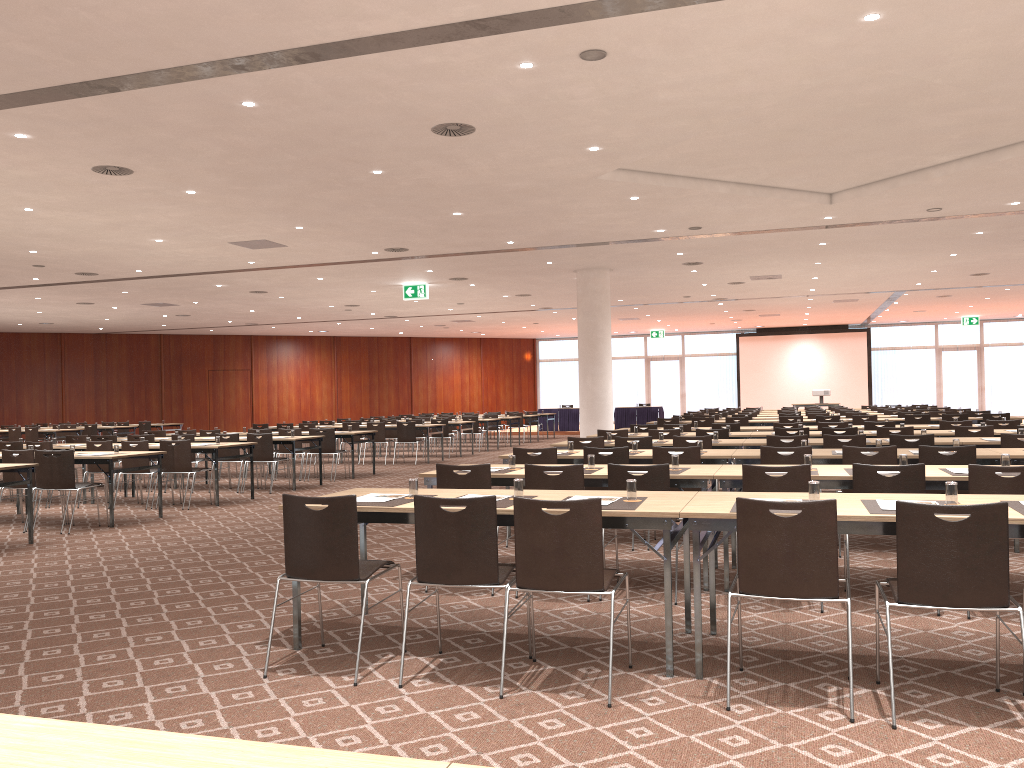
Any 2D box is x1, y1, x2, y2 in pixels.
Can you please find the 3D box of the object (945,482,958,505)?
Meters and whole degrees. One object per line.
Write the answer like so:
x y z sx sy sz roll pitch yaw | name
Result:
2.185 0.544 4.408 0.054 0.114 0.054 -1 0 -16 | object

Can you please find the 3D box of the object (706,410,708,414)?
5.263 0.753 23.883 0.054 0.114 0.054 -1 0 -16 | object

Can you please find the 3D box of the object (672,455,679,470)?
1.252 0.600 6.798 0.054 0.114 0.054 -1 0 -39 | object

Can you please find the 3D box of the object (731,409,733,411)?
5.882 0.736 23.687 0.054 0.114 0.054 -1 0 -39 | object

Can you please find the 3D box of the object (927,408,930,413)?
9.603 0.605 20.432 0.054 0.114 0.054 -1 0 -39 | object

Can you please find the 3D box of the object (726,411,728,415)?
5.286 0.722 21.793 0.054 0.114 0.054 -1 0 -39 | object

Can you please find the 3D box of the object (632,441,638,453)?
1.234 0.630 8.908 0.054 0.114 0.054 -1 0 -16 | object

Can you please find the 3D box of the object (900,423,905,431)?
5.214 0.582 11.845 0.054 0.114 0.054 -1 0 -39 | object

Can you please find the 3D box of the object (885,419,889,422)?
5.810 0.596 13.752 0.054 0.114 0.054 -1 0 6 | object

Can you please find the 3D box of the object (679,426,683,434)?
2.429 0.658 12.728 0.054 0.114 0.054 -1 0 29 | object

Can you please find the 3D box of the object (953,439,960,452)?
4.019 0.555 8.022 0.054 0.114 0.054 -1 0 -39 | object

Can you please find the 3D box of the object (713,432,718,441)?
2.442 0.627 10.621 0.054 0.114 0.054 -1 0 -16 | object

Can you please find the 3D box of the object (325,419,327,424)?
-4.787 0.965 22.855 0.054 0.114 0.054 -1 0 -39 | object

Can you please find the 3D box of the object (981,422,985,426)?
6.138 0.557 11.557 0.054 0.114 0.054 -1 0 -16 | object

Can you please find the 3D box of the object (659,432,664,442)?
1.822 0.644 10.824 0.054 0.114 0.054 -1 0 6 | object

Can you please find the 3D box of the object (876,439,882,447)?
3.402 0.571 8.221 0.054 0.114 0.054 -1 0 -39 | object

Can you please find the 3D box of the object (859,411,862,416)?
7.463 0.633 19.001 0.054 0.114 0.054 -1 0 -16 | object

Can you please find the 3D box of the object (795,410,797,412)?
6.822 0.681 21.295 0.054 0.114 0.054 -1 0 -39 | object

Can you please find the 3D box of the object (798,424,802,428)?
3.981 0.616 12.241 0.054 0.114 0.054 -1 0 -39 | object

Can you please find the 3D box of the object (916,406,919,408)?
10.206 0.619 22.326 0.054 0.114 0.054 -1 0 -39 | object

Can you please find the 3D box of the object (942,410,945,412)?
9.016 0.591 18.518 0.054 0.114 0.054 -1 0 -39 | object

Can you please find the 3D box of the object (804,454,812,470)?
2.171 0.575 6.506 0.054 0.114 0.054 -1 0 6 | object

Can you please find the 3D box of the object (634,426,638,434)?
1.808 0.675 12.927 0.054 0.114 0.054 -1 0 -39 | object

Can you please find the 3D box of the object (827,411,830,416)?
6.848 0.650 19.191 0.054 0.114 0.054 -1 0 -16 | object

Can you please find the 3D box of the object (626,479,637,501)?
0.661 0.586 4.902 0.054 0.114 0.054 -1 0 -16 | object

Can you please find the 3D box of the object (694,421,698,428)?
3.032 0.671 14.629 0.054 0.114 0.054 -1 0 29 | object

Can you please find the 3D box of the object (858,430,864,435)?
3.989 0.585 10.133 0.054 0.114 0.054 -1 0 6 | object

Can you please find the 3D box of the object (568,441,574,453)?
0.605 0.647 9.113 0.054 0.114 0.054 -1 0 -39 | object

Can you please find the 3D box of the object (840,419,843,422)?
5.185 0.613 13.952 0.054 0.114 0.054 -1 0 6 | object

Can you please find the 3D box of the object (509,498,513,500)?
0.033 0.660 5.093 0.102 0.001 0.102 -1 -1 -16 | object

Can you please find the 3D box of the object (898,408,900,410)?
8.997 0.622 20.622 0.054 0.114 0.054 -1 0 -39 | object

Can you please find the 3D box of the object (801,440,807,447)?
2.771 0.588 8.413 0.054 0.114 0.054 -1 0 -39 | object

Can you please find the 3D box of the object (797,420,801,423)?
4.577 0.629 14.148 0.054 0.114 0.054 -1 0 6 | object

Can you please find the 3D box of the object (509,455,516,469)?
0.000 0.634 7.190 0.054 0.114 0.054 -1 0 6 | object

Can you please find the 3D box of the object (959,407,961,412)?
10.220 0.589 20.227 0.054 0.114 0.054 -1 0 -16 | object

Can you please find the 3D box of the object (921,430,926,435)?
4.613 0.568 9.934 0.054 0.114 0.054 -1 0 -39 | object

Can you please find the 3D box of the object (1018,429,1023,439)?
5.545 0.543 9.655 0.054 0.114 0.054 -1 0 -16 | object

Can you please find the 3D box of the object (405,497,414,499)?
-0.588 0.677 5.276 0.102 0.001 0.102 -1 -1 -16 | object

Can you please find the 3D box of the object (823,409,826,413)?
7.434 0.664 21.100 0.054 0.114 0.054 -1 0 -39 | object

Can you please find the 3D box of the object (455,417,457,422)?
-1.370 0.873 21.772 0.054 0.114 0.054 -1 0 -16 | object

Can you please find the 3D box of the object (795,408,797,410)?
7.425 0.694 23.207 0.054 0.114 0.054 -1 0 -39 | object

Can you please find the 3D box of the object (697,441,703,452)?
1.847 0.614 8.713 0.054 0.114 0.054 -1 0 -16 | object

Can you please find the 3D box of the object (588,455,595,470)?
0.627 0.617 7.009 0.054 0.114 0.054 -1 0 29 | object

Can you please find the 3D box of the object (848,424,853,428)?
4.596 0.599 12.044 0.054 0.114 0.054 -1 0 -39 | object

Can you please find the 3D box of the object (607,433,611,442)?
1.207 0.661 11.018 0.054 0.114 0.054 -1 0 6 | object

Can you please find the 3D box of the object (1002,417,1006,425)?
7.365 0.554 13.277 0.054 0.114 0.054 -1 0 -39 | object

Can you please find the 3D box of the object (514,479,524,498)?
0.038 0.603 5.097 0.054 0.114 0.054 -1 0 -39 | object

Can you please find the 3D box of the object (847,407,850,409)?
8.658 0.661 22.819 0.054 0.114 0.054 -1 0 -39 | object

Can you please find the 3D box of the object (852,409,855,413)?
8.055 0.647 20.914 0.054 0.114 0.054 -1 0 -39 | object

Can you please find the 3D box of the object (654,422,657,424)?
2.400 0.688 14.823 0.054 0.114 0.054 -1 0 6 | object

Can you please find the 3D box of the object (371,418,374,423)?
-3.537 0.931 22.464 0.054 0.114 0.054 -1 0 -39 | object

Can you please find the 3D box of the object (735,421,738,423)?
3.658 0.654 14.441 0.054 0.114 0.054 -1 0 -39 | object

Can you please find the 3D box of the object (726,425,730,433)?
3.052 0.641 12.521 0.054 0.114 0.054 -1 0 29 | object

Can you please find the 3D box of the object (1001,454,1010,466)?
3.413 0.541 6.131 0.054 0.114 0.054 -1 0 6 | object

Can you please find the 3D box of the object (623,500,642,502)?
0.664 0.643 4.886 0.102 0.001 0.102 -1 -1 -16 | object

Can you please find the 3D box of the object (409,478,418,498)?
-0.586 0.620 5.277 0.054 0.114 0.054 -1 0 -16 | object

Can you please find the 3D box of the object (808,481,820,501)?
1.567 0.561 4.599 0.054 0.114 0.054 -1 0 -16 | object

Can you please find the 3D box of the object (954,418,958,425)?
6.737 0.571 13.466 0.054 0.114 0.054 -1 0 29 | object

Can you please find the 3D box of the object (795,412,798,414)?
6.220 0.667 19.398 0.054 0.114 0.054 -1 0 -16 | object

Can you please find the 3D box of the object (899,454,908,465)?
2.794 0.558 6.330 0.054 0.114 0.054 -1 0 6 | object
